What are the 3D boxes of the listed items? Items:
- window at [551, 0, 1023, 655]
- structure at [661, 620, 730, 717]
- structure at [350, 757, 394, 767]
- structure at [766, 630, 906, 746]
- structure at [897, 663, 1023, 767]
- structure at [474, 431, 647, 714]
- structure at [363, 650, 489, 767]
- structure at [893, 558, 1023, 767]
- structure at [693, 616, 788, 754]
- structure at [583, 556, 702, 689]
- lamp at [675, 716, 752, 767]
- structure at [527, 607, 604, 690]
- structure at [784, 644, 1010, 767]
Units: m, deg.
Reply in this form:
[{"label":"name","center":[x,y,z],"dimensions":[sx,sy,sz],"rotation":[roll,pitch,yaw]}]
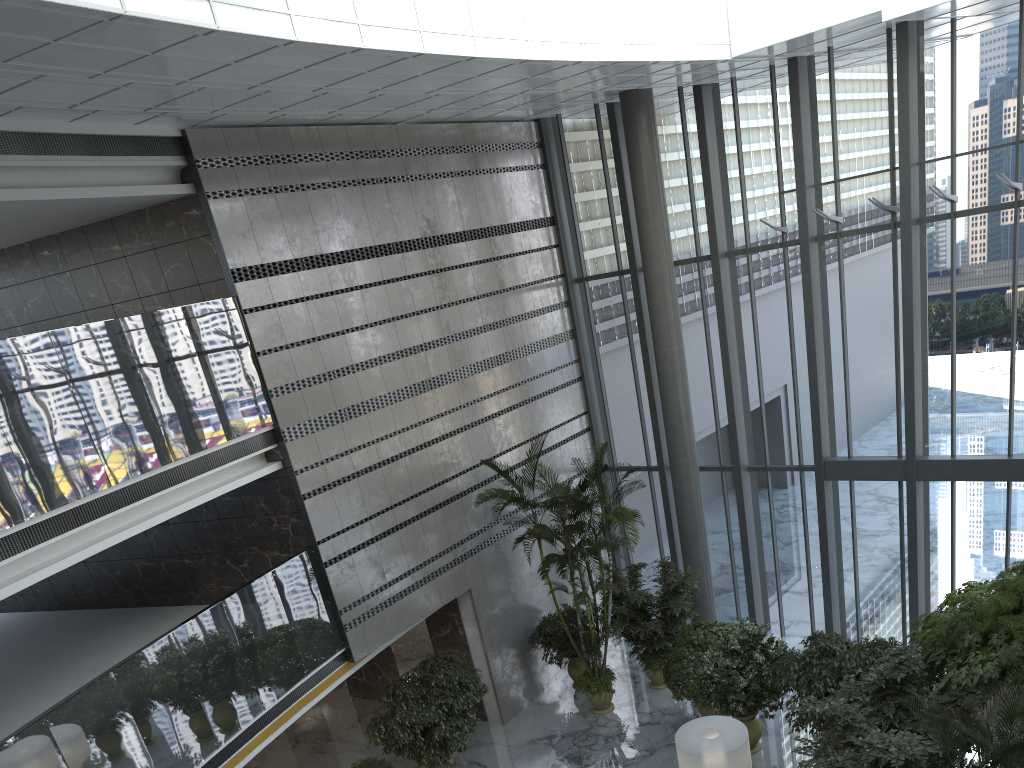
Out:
[{"label":"window","center":[0.442,1.128,7.125],"dimensions":[17.929,11.046,12.956],"rotation":[-20,16,-34]},{"label":"structure","center":[2.990,4.380,13.000],"dimensions":[1.437,1.768,1.454],"rotation":[-9,16,8]},{"label":"structure","center":[-1.937,5.753,11.761],"dimensions":[1.122,1.458,1.145],"rotation":[-24,20,-35]},{"label":"structure","center":[4.359,4.185,11.355],"dimensions":[1.617,2.076,1.871],"rotation":[-17,16,-17]},{"label":"structure","center":[4.063,3.985,7.367],"dimensions":[1.391,3.793,1.125],"rotation":[-2,22,24]},{"label":"structure","center":[1.033,3.068,13.254],"dimensions":[2.422,5.108,2.320],"rotation":[7,27,44]},{"label":"structure","center":[-1.170,5.087,12.733],"dimensions":[1.993,2.169,1.514],"rotation":[-17,18,-18]},{"label":"structure","center":[5.946,3.484,9.843],"dimensions":[3.048,3.249,3.600],"rotation":[-23,18,-36]},{"label":"structure","center":[3.277,4.261,12.106],"dimensions":[1.347,2.159,1.159],"rotation":[-19,20,-22]},{"label":"structure","center":[2.293,3.968,14.165],"dimensions":[1.841,2.519,1.719],"rotation":[-4,19,24]},{"label":"lamp","center":[2.467,4.877,10.220],"dimensions":[0.813,1.833,0.786],"rotation":[-23,22,-30]},{"label":"structure","center":[0.980,4.570,14.786],"dimensions":[1.391,1.698,1.035],"rotation":[-14,18,-7]},{"label":"structure","center":[4.233,4.249,9.499],"dimensions":[2.197,2.559,2.172],"rotation":[-3,18,26]}]
